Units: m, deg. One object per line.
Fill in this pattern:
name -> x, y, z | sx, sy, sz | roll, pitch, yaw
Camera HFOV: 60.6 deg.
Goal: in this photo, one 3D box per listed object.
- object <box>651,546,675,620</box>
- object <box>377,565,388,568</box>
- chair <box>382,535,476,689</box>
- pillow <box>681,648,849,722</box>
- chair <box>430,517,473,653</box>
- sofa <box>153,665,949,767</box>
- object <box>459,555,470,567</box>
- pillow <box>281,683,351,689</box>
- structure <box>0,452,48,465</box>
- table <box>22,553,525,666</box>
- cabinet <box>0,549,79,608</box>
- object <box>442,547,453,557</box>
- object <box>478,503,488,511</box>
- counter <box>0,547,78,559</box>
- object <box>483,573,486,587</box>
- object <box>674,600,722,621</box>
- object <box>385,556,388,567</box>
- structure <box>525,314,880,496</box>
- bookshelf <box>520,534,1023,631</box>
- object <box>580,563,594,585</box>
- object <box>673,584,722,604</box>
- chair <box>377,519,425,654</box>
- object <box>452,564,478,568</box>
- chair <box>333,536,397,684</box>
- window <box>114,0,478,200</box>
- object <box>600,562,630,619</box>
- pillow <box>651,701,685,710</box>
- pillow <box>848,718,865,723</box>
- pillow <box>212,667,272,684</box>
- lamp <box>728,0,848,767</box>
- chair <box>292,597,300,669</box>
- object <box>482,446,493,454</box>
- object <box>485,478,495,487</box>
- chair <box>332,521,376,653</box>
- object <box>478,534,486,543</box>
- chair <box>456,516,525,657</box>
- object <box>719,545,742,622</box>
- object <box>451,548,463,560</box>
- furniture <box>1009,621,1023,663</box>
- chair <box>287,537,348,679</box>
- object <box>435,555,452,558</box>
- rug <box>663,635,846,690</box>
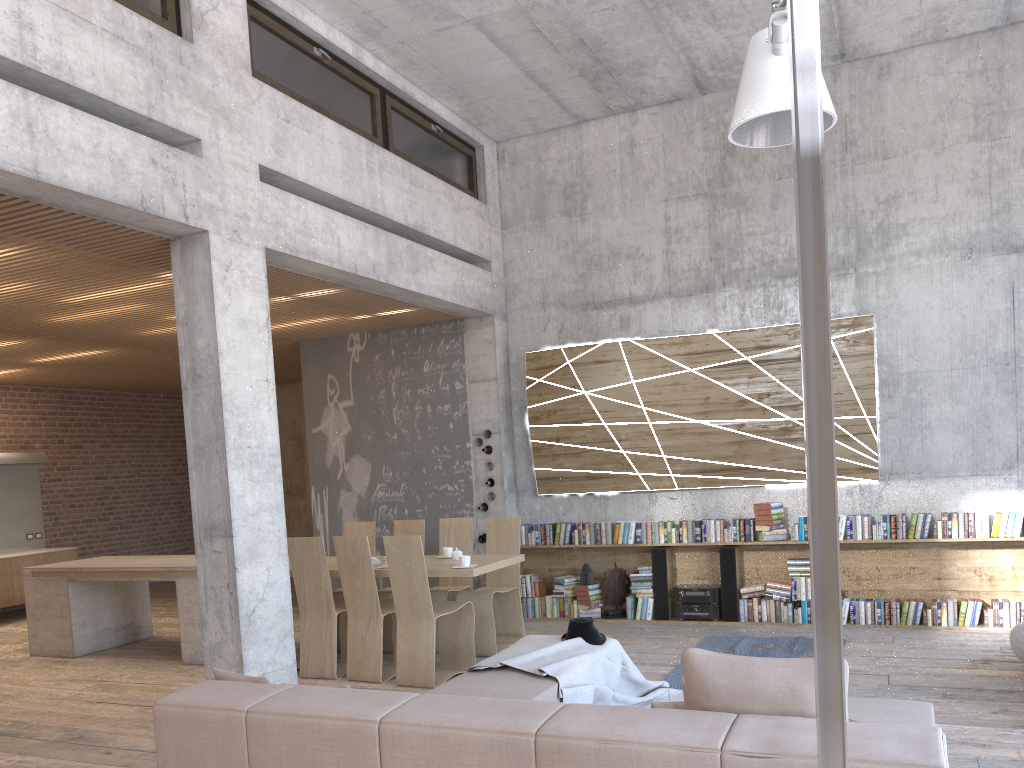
object -> 1.537, 2.035, 8.899 | 0.153, 0.763, 0.270 | -2, 3, 24
object -> -1.019, 1.531, 7.358 | 0.185, 0.014, 0.185 | -4, -5, 11
chair -> -0.639, 1.769, 7.012 | 0.350, 1.199, 0.717 | -2, 2, 28
pillow -> 0.887, 1.189, 3.047 | 0.565, 0.560, 0.219 | -4, 2, 26
chair -> -0.633, 1.880, 8.247 | 0.350, 1.199, 0.717 | -2, 1, 20
sofa -> 0.491, 1.652, 4.418 | 3.008, 0.787, 3.005 | -6, -5, 24
object -> -0.372, 1.418, 7.003 | 0.093, 0.088, 0.117 | -3, -2, -22
pillow -> -0.799, 1.456, 3.809 | 0.371, 0.360, 0.185 | -4, 1, 24
structure -> -7.574, 0.943, 10.726 | 0.208, 0.157, 4.070 | -4, -5, 24
table -> -2.429, 2.138, 8.392 | 5.206, 0.927, 1.008 | -6, -2, 24
cabinet -> -7.508, 1.884, 10.778 | 1.079, 2.074, 4.105 | -3, -3, 24
object -> -0.577, 1.511, 7.866 | 0.093, 0.088, 0.117 | -3, -2, -11
object -> -0.283, 1.333, 9.500 | 0.095, 0.095, 0.337 | -4, -4, 24
counter -> -7.293, 2.236, 10.712 | 0.655, 0.020, 4.070 | -6, -6, 24
object -> -0.229, 2.208, 9.334 | 0.248, 0.685, 0.270 | -4, 2, -13
object -> 1.869, 2.257, 8.750 | 0.442, 0.164, 0.292 | -5, -4, 24
object -> -1.016, 1.487, 7.343 | 0.093, 0.088, 0.117 | -3, -2, -22
structure -> 1.739, 0.278, 8.622 | 3.424, 1.542, 0.356 | -5, 2, 24
bookshelf -> 2.469, 1.904, 8.456 | 5.341, 0.808, 0.301 | -6, 1, 24
object -> 0.776, 1.972, 9.111 | 0.146, 0.230, 0.135 | -3, 1, 21
object -> 1.857, 2.095, 8.736 | 0.442, 0.161, 0.303 | -5, -4, 24
chair -> -1.127, 1.922, 8.384 | 0.350, 1.199, 0.717 | -2, 2, 24
object -> -0.375, 1.462, 7.018 | 0.185, 0.014, 0.185 | -4, -5, 11
chair -> -1.073, 1.819, 7.279 | 0.350, 1.199, 0.717 | -2, 2, 29
window -> -2.110, -2.401, 5.368 | 0.113, 0.608, 8.420 | -2, -4, 24
object -> 1.079, 2.129, 9.115 | 0.343, 0.571, 0.195 | -4, 3, -15
pillow -> 0.701, 1.322, 3.255 | 0.376, 0.374, 0.168 | -3, 2, -2
pillow -> 1.175, 1.292, 2.960 | 0.150, 0.378, 0.370 | -5, 0, -33
pillow -> -1.167, 1.454, 3.952 | 0.363, 0.368, 0.186 | -4, 1, 29
lamp -> 0.853, 0.173, 2.791 | 0.757, 3.437, 2.618 | -3, 0, 12
chair -> -1.984, 1.913, 7.721 | 0.350, 1.199, 0.717 | -2, 2, 29
object -> -0.235, 0.708, 9.425 | 0.090, 0.090, 0.334 | -4, -4, 24
object -> -0.198, 1.064, 9.480 | 0.094, 0.093, 0.346 | -4, -4, 24
chair -> -1.612, 1.965, 8.540 | 0.350, 1.199, 0.717 | -2, 1, 18
object -> -0.258, 1.685, 9.607 | 0.090, 0.090, 0.334 | -4, -4, 24
chair -> -0.193, 1.830, 7.993 | 0.350, 1.199, 0.717 | -2, 2, 24
object -> 2.155, 1.973, 8.616 | 0.153, 0.763, 0.270 | -2, 3, 24
object -> -0.478, 1.475, 7.604 | 0.089, 0.112, 0.122 | -3, -1, 16
furniture -> 4.312, 1.731, 5.864 | 1.787, 0.813, 1.636 | -1, -4, -28
chair -> -1.527, 1.866, 7.505 | 0.350, 1.199, 0.717 | -2, 1, 21
object -> -0.569, 1.549, 7.861 | 0.186, 0.014, 0.185 | -6, -6, 27
rug -> 1.716, 2.152, 6.410 | 1.166, 0.049, 2.912 | -6, -6, 24
